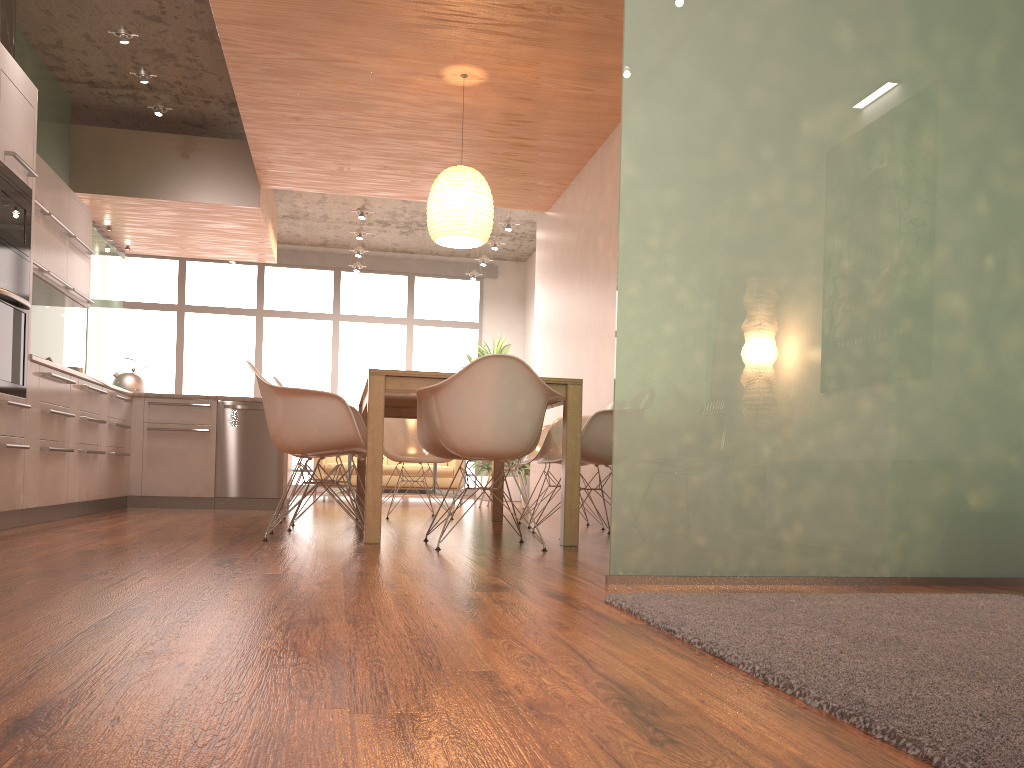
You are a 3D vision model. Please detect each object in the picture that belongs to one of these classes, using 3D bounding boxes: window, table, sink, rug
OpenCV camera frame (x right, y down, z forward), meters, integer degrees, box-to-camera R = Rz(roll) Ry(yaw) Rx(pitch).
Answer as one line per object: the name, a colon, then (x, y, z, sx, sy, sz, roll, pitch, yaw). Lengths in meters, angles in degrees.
window: (-4.447, -0.238, 11.795, 8.554, 3.277, 0.062, 3, 0, -11)
table: (-0.371, 0.456, 5.197, 1.025, 0.807, 2.083, 2, -5, -11)
sink: (-3.257, -0.001, 6.409, 0.616, 0.382, 0.646, 2, -4, -11)
rug: (1.084, 0.524, 1.540, 1.278, 0.009, 2.082, 3, -6, -11)
table: (-1.297, 1.012, 9.644, 1.869, 0.559, 0.944, 3, -5, -11)

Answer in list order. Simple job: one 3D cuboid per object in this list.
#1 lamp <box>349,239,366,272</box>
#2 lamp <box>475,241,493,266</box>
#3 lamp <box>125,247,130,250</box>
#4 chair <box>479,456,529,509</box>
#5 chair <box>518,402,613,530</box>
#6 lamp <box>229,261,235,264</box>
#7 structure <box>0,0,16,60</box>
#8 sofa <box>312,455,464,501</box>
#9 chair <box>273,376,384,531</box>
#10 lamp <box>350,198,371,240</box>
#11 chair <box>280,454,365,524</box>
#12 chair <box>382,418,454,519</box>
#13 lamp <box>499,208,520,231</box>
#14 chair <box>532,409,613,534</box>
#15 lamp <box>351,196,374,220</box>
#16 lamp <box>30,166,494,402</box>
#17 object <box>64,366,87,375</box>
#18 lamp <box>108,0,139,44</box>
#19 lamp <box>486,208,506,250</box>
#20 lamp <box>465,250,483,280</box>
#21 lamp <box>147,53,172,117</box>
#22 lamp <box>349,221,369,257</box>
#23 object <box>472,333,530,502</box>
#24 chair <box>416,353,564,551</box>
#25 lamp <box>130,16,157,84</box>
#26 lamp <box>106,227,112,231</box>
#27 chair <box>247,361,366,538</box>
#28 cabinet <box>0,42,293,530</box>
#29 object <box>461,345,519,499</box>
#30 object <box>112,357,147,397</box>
lamp: (-2.003, -1.700, 11.467, 0.198, 0.482, 0.134, 3, -1, -43)
lamp: (-0.342, -1.707, 10.947, 0.198, 0.482, 0.134, 3, -1, -43)
lamp: (-4.026, -1.640, 9.267, 0.103, 0.470, 0.153, 2, -1, -38)
chair: (-0.034, 0.812, 9.006, 0.561, 0.899, 0.544, 1, -2, 9)
chair: (0.378, 0.526, 5.907, 0.642, 0.860, 0.687, 2, -3, -11)
lamp: (-3.523, -1.771, 11.177, 0.198, 0.482, 0.134, 3, -1, -43)
structure: (-3.131, -2.051, 5.234, 0.255, 1.131, 0.263, 2, -1, -11)
sofa: (-1.531, 0.996, 10.905, 1.800, 0.836, 0.882, 3, -3, -11)
chair: (-1.061, 0.402, 5.090, 0.642, 0.860, 0.687, 2, -3, -16)
lamp: (-1.684, -1.856, 9.855, 0.198, 0.482, 0.134, 3, -1, -43)
chair: (-1.287, 0.466, 5.769, 0.642, 0.860, 0.687, 2, -3, -16)
chair: (-0.751, 0.569, 6.632, 0.683, 0.860, 0.645, 3, -3, -26)
lamp: (-0.024, -1.864, 9.336, 0.198, 0.482, 0.134, 3, -1, -43)
chair: (0.484, 0.439, 5.033, 0.642, 0.860, 0.687, 2, -3, -21)
lamp: (-1.525, -1.935, 9.050, 0.198, 0.482, 0.134, 3, -1, -43)
lamp: (-1.918, -0.605, 6.272, 3.214, 1.344, 3.083, 3, -5, -11)
object: (-3.548, -0.031, 7.080, 0.237, 0.202, 0.154, 2, -2, -11)
lamp: (-2.391, -2.338, 5.442, 0.153, 0.470, 0.103, 2, -1, -43)
lamp: (-0.183, -1.786, 10.141, 0.198, 0.482, 0.134, 3, -1, -43)
lamp: (-0.501, -1.629, 11.752, 0.198, 0.482, 0.134, 3, -1, -43)
lamp: (-2.611, -2.229, 6.559, 0.153, 0.470, 0.103, 2, -1, -43)
lamp: (-1.843, -1.778, 10.661, 0.198, 0.482, 0.134, 3, -1, -43)
object: (-0.059, 0.442, 11.245, 0.967, 2.102, 1.082, 2, -1, 2)
chair: (-0.124, 0.329, 4.121, 0.683, 0.860, 0.645, 2, -2, -16)
lamp: (-2.501, -2.283, 6.001, 0.153, 0.470, 0.103, 2, -1, -43)
lamp: (-3.878, -1.713, 8.518, 0.103, 0.470, 0.153, 2, -1, -38)
chair: (-0.999, 0.326, 4.396, 0.642, 0.847, 0.687, 2, -3, -16)
cabinet: (-2.452, -0.297, 5.561, 1.913, 2.269, 4.265, 2, -5, -11)
object: (-0.205, 0.506, 11.907, 1.081, 2.102, 0.968, 1, -1, 7)
object: (-3.104, -0.060, 7.156, 0.262, 0.305, 0.263, 1, -3, 5)
